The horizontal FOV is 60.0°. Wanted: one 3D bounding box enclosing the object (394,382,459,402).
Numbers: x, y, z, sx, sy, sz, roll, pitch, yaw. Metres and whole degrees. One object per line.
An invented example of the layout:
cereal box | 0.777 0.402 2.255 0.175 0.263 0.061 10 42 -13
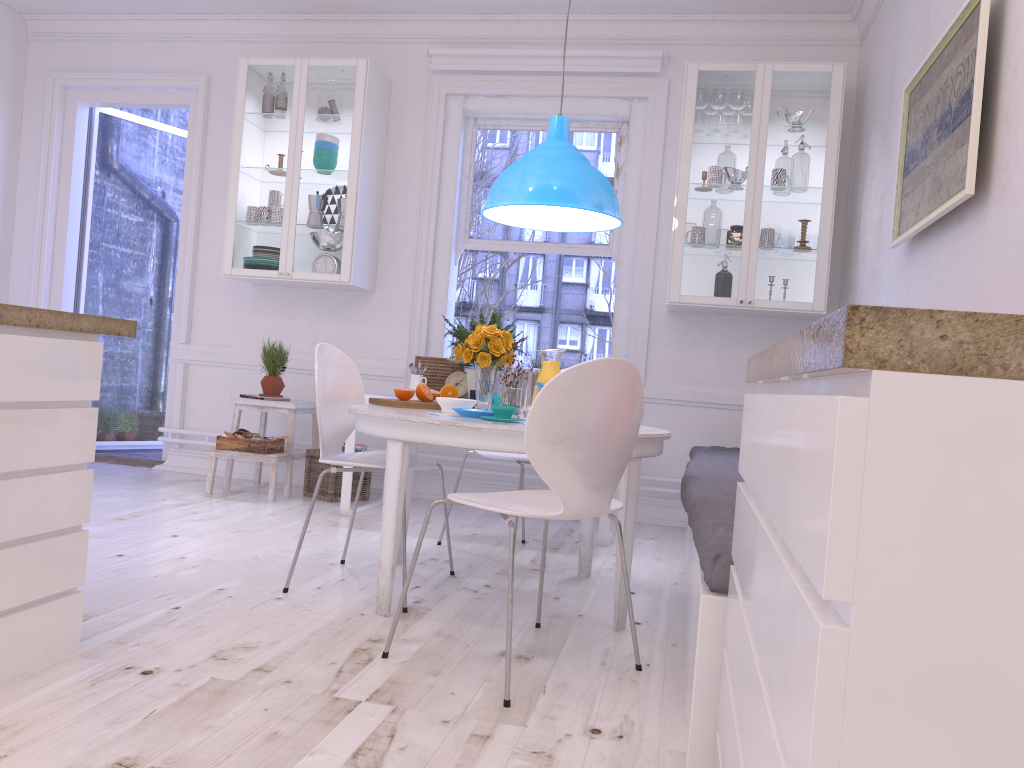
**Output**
object | -0.346 0.030 3.448 0.285 0.075 0.129 4 1 -43

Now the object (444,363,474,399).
object | -0.292 -0.007 4.970 0.159 0.208 0.185 5 0 11

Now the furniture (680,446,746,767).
furniture | 0.996 0.577 3.256 0.769 0.508 3.296 5 0 11

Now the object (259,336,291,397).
object | -1.369 -0.110 5.130 0.186 0.367 0.196 4 0 -34

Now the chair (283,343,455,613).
chair | -0.479 0.291 3.155 0.483 0.845 0.604 5 0 11

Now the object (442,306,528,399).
object | -0.160 -0.157 4.828 0.438 0.527 0.368 5 0 11

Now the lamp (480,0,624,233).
lamp | 0.236 -1.622 3.518 0.568 1.948 0.568 4 1 -45

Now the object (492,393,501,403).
object | -0.087 0.072 4.437 0.069 0.059 0.082 5 0 -11

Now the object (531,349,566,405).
object | 0.141 -0.002 3.343 0.094 0.267 0.116 5 0 38

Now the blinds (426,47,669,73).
blinds | 0.188 -1.910 5.248 1.451 0.131 0.136 5 0 11

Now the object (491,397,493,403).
object | -0.125 0.076 4.432 0.069 0.058 0.080 5 0 -16

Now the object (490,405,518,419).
object | -0.027 0.094 2.870 0.088 0.043 0.088 5 0 19

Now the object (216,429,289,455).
object | -1.430 0.317 4.904 0.358 0.110 0.211 5 0 14

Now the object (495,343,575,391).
object | 0.163 -0.032 4.666 0.668 0.367 0.531 5 0 36

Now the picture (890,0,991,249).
picture | 1.422 -0.848 2.995 0.020 0.629 0.971 5 0 11

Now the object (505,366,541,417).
object | 0.039 0.030 3.389 0.101 0.186 0.122 5 0 41

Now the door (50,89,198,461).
door | -2.513 -0.715 6.397 1.009 2.474 1.021 5 0 11

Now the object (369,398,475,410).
object | -0.346 0.079 3.422 0.347 0.024 0.224 4 0 -39

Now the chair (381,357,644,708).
chair | 0.065 0.340 2.400 0.604 0.845 0.483 4 1 -44

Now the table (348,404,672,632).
table | -0.031 0.434 3.163 1.140 0.629 1.140 5 0 40

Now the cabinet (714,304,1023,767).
cabinet | 0.624 0.394 1.079 0.654 0.842 1.036 5 0 11

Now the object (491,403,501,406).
object | -0.112 0.103 4.433 0.121 0.021 0.121 4 0 -38

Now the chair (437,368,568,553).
chair | 0.061 0.330 3.856 0.483 0.845 0.604 4 0 -33

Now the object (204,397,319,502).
object | -1.409 0.358 5.111 0.418 0.534 0.599 5 0 11

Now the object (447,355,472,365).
object | -0.284 -0.134 4.981 0.163 0.047 0.164 4 0 -29

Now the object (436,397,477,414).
object | -0.202 0.078 3.187 0.147 0.052 0.147 4 0 -36

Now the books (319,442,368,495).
books | -0.993 0.491 5.130 0.221 0.306 0.205 5 1 44

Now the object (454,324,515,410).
object | -0.101 -0.065 3.426 0.234 0.351 0.235 4 0 -24

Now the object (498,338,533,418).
object | 0.009 -0.022 3.172 0.128 0.287 0.128 5 0 13

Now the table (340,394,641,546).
table | -0.121 0.422 4.690 1.514 0.619 0.736 5 0 11

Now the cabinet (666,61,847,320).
cabinet | 1.319 -1.049 4.865 0.823 1.311 0.425 5 0 11

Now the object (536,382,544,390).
object | 0.172 0.059 3.167 0.156 0.151 0.150 5 0 15

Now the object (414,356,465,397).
object | -0.422 -0.033 5.105 0.294 0.237 0.028 5 0 11

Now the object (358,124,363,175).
object | -1.239 -1.259 5.390 0.811 0.651 0.376 5 0 11

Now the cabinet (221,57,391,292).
cabinet | -1.243 -1.259 5.369 0.823 1.311 0.425 5 0 11

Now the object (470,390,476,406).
object | -0.188 0.069 4.384 0.055 0.077 0.070 5 0 37

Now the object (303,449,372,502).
object | -1.005 0.524 5.121 0.276 0.270 0.276 5 1 44

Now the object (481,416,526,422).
object | -0.029 0.115 2.870 0.147 0.011 0.147 5 0 14

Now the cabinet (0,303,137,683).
cabinet | -1.465 0.220 1.859 0.654 0.842 1.167 5 0 11

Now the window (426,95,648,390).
window | 0.149 -0.843 5.437 1.234 1.782 0.181 5 0 11

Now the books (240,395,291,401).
books | -1.435 0.082 5.151 0.246 0.011 0.180 5 0 41

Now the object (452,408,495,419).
object | -0.109 0.101 3.016 0.196 0.023 0.196 5 0 -1

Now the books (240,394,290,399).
books | -1.434 0.073 5.151 0.246 0.007 0.180 5 0 41
